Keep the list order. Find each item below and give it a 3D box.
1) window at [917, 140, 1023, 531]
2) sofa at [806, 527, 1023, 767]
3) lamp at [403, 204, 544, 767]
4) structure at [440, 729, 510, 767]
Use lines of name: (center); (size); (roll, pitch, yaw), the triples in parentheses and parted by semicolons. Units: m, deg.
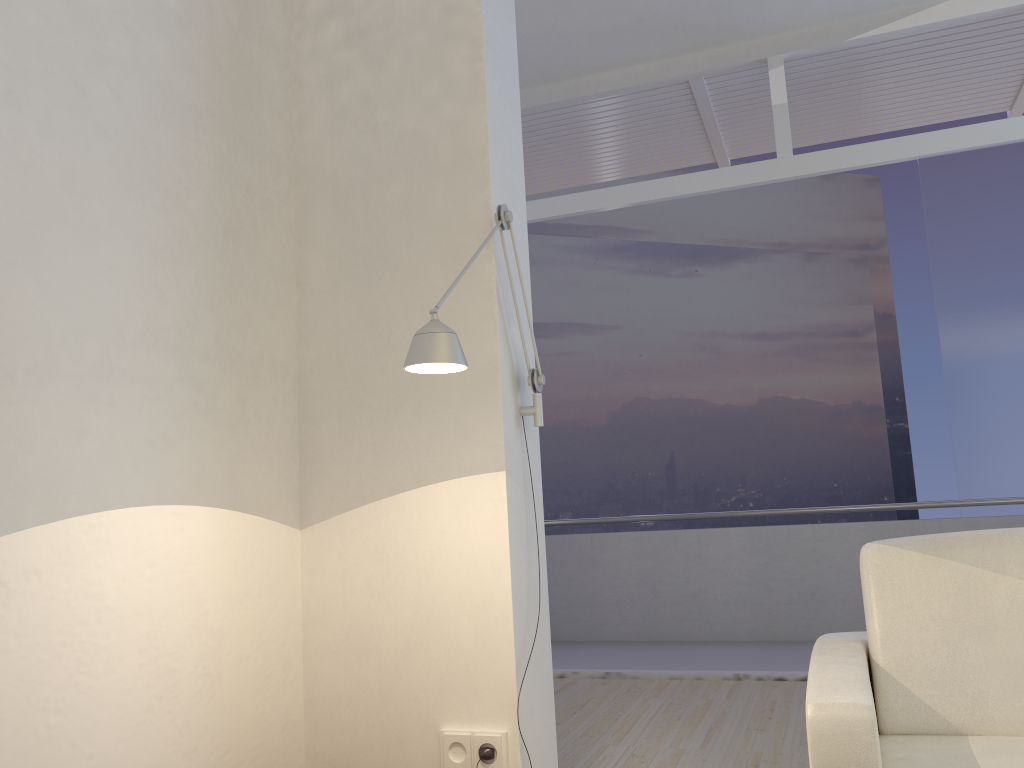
window: (3.674, -0.032, 4.129); (2.988, 2.706, 0.012); (-6, -9, 19)
sofa: (1.757, 0.715, 1.817); (2.166, 0.862, 0.941); (-6, -9, 19)
lamp: (-0.086, 0.354, 2.394); (0.204, 1.841, 0.891); (-5, -8, 15)
structure: (-0.110, 1.059, 2.553); (0.206, 0.114, 0.028); (-6, -9, 19)
